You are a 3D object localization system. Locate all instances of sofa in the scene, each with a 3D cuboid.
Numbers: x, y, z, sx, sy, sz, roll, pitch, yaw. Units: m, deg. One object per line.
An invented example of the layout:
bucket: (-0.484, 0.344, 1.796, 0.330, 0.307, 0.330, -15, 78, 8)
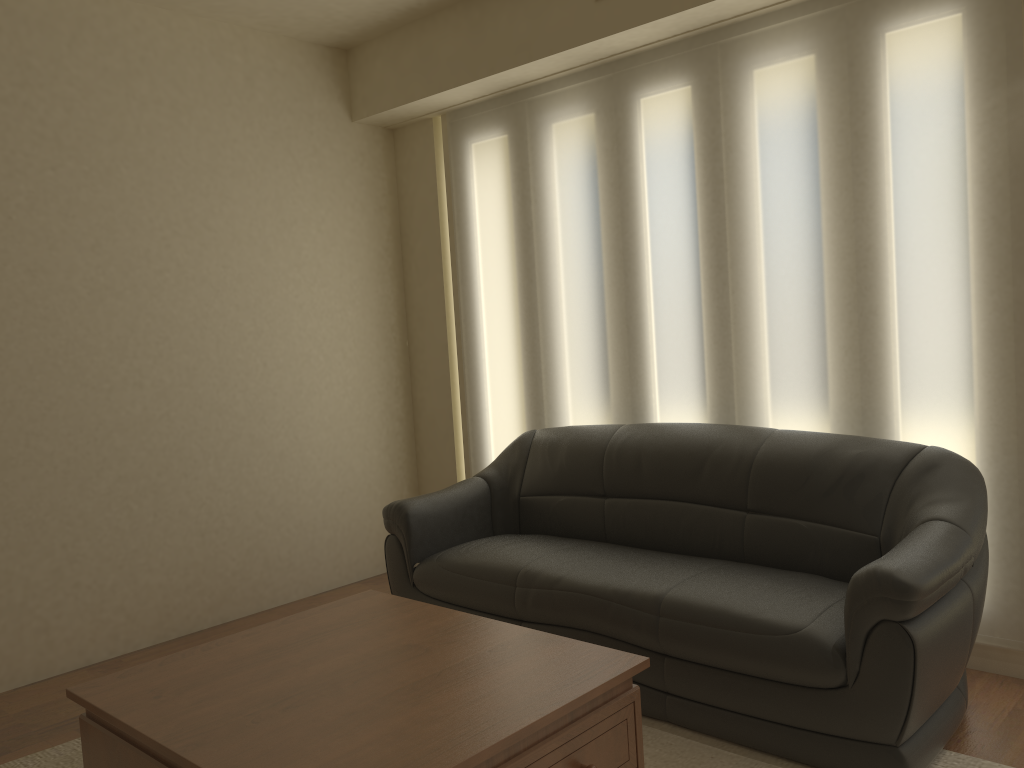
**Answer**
sofa: (0.556, 0.657, 3.521, 2.337, 0.918, 0.944, 0, 5, 43)

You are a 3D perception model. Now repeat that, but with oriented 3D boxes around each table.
table: (-0.399, 1.017, 2.392, 1.213, 0.482, 1.045, 0, 5, 43)

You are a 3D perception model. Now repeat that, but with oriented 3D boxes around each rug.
rug: (0.005, 1.239, 2.284, 3.592, 0.011, 2.482, 0, 5, 43)

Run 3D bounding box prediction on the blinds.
blinds: (0.750, -0.292, 4.025, 2.830, 2.453, 0.002, 0, 5, 43)
